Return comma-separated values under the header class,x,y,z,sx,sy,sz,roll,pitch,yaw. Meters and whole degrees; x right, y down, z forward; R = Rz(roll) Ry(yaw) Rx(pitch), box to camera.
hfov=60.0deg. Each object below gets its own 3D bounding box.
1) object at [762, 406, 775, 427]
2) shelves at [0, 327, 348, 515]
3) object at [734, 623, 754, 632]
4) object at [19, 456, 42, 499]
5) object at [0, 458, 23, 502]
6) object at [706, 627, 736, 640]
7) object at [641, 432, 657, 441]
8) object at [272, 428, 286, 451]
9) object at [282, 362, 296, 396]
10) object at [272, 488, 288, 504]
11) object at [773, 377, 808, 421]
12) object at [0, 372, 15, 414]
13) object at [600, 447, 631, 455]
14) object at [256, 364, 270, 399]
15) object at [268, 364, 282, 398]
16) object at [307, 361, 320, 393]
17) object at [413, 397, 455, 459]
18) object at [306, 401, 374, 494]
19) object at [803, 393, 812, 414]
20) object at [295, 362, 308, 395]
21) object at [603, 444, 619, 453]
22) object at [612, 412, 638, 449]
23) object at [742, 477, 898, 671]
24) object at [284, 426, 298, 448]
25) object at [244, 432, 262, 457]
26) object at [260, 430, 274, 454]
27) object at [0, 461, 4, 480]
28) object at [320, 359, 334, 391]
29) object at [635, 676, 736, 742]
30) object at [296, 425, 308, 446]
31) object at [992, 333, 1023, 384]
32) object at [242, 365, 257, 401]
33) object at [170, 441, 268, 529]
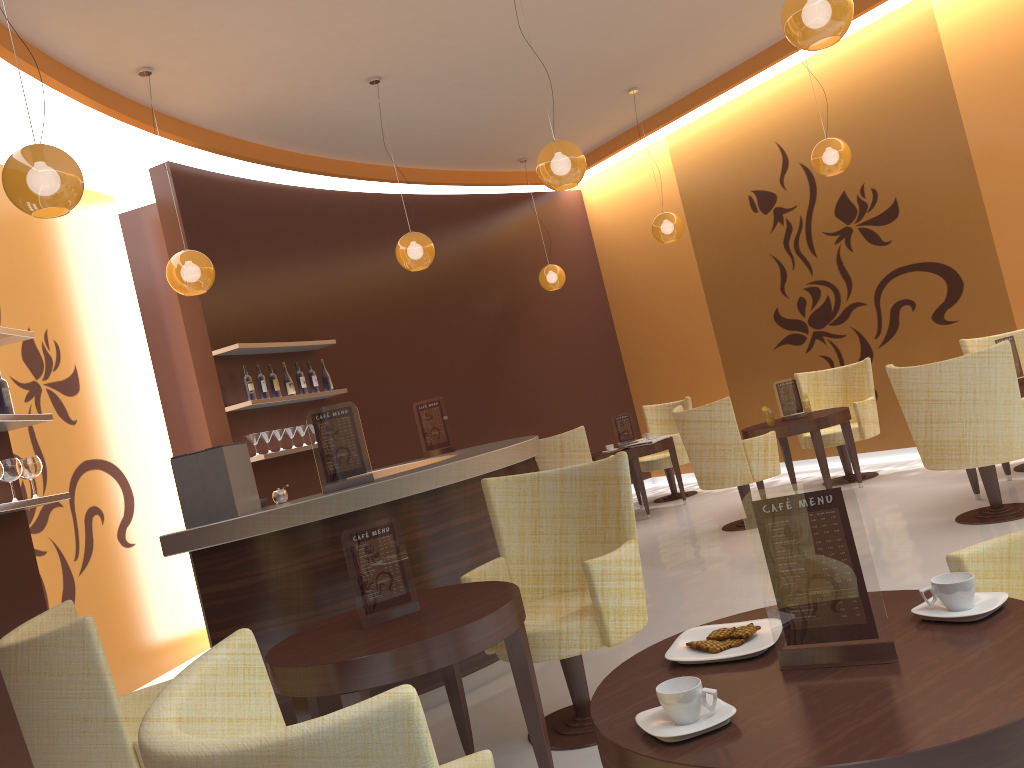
class,x,y,z,sx,sy,sz,roll,pitch,yaw
object,2.082,0.258,7.179,0.067,0.171,0.072,-15,-2,36
shelves,-2.176,0.139,5.654,0.586,0.902,4.744,-14,-2,11
object,0.490,0.528,1.888,0.054,0.018,0.051,-14,-2,11
object,-2.469,0.488,4.556,0.125,0.221,0.125,-13,-2,-12
object,-2.479,0.484,4.386,0.125,0.221,0.125,-13,-2,-12
object,0.449,0.538,1.908,0.055,0.014,0.053,-15,-2,37
object,1.395,0.537,9.050,0.153,0.069,0.153,-15,-2,37
object,-1.870,0.457,7.140,0.137,0.174,0.137,-15,-2,29
object,-1.876,-0.033,7.405,0.086,0.303,0.086,-15,-2,37
object,-1.158,0.558,4.429,0.075,0.077,0.075,-14,-2,22
object,1.749,0.288,8.128,0.187,0.335,2.090,-12,-3,-40
object,-2.583,0.040,4.486,0.073,0.297,0.073,-13,-2,-27
object,0.948,0.659,8.614,0.239,0.021,0.464,-13,-2,-23
object,-2.000,-0.009,7.086,0.073,0.297,0.073,-14,-2,1
object,-1.944,-0.018,7.231,0.073,0.297,0.073,-12,-3,-39
object,-1.731,-0.053,7.687,0.073,0.297,0.073,-14,-2,1
object,-0.572,0.314,6.453,0.258,0.414,0.052,-14,-2,22
object,-0.845,0.306,4.347,0.258,0.414,0.052,-13,-2,-22
object,2.515,0.168,7.585,0.067,0.171,0.072,-14,-2,11
object,-1.801,-0.041,7.545,0.073,0.297,0.073,-14,-2,1
object,0.953,0.628,8.628,0.153,0.069,0.153,-13,-2,-10
object,1.131,0.463,8.891,0.209,0.335,0.042,-13,-2,-13
object,0.555,0.347,1.626,0.209,0.335,0.042,-15,-2,29
object,-1.806,0.448,7.280,0.137,0.174,0.137,-15,-2,29
object,-1.982,0.474,6.852,0.137,0.174,0.137,-14,-2,19
object,-1.926,0.465,6.996,0.137,0.174,0.137,-14,-2,19
object,-2.473,0.477,4.216,0.125,0.221,0.125,-13,-2,-12
object,-1.651,-0.072,7.843,0.086,0.303,0.086,-13,-2,-22
object,0.289,0.544,1.504,0.153,0.069,0.153,-13,-2,-14
object,-1.750,0.439,7.416,0.137,0.174,0.137,-15,-2,29
object,3.267,-0.160,5.822,0.209,0.335,0.042,-13,-2,-18
object,-2.060,-0.001,6.926,0.073,0.297,0.073,-14,-2,1
object,-1.402,0.477,4.299,0.270,0.340,0.373,-14,-2,9
